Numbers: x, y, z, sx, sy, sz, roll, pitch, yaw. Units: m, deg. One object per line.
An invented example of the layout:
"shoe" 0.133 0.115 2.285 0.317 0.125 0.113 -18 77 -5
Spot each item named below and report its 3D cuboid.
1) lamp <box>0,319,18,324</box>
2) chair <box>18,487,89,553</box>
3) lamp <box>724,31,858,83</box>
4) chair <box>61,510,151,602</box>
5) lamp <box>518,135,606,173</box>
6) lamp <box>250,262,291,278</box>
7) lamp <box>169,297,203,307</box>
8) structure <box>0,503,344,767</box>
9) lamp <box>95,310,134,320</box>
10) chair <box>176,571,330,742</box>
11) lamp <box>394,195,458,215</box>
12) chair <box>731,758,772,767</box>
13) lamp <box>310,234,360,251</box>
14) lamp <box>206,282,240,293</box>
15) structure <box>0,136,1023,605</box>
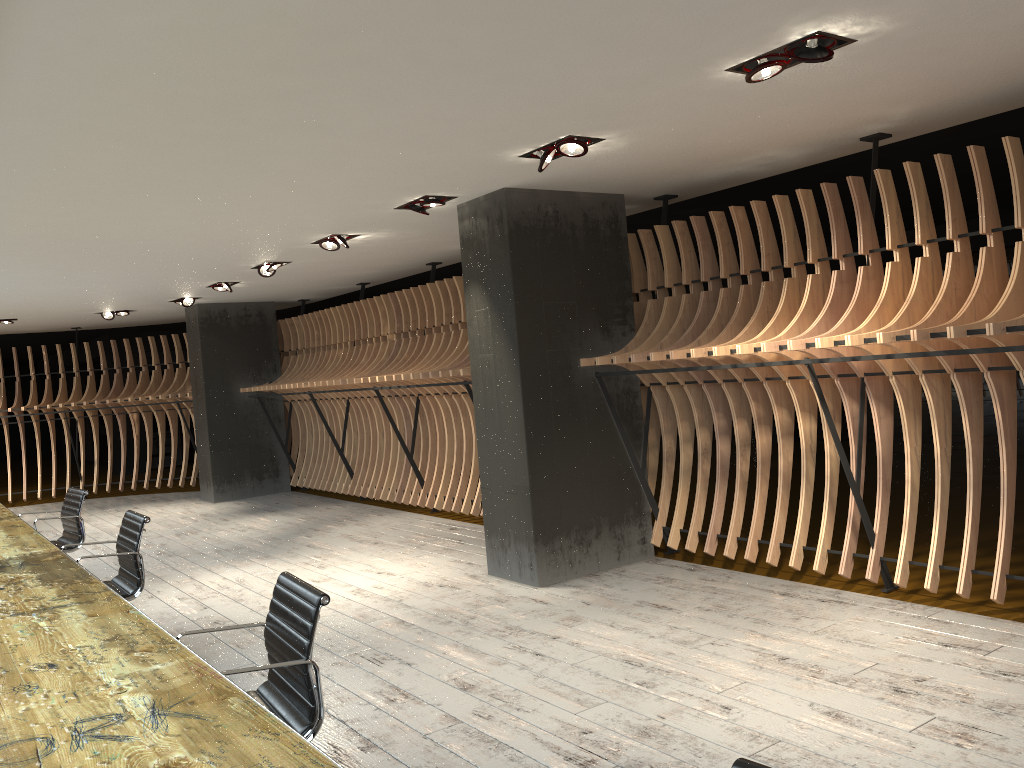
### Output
"lamp" -7.125 -0.919 12.266 0.493 0.293 0.269 -5 1 -28
"chair" -3.632 1.284 6.898 0.693 0.859 0.668 -4 1 41
"lamp" 1.193 -1.455 3.828 0.269 0.294 0.492 -5 1 -35
"chair" -2.411 1.217 5.110 0.668 0.859 0.693 -5 1 -44
"lamp" 0.280 -1.404 5.133 0.269 0.292 0.492 -5 1 -35
"lamp" -2.461 -1.253 9.049 0.269 0.288 0.492 -5 1 -35
"lamp" -4.299 -1.146 11.651 0.269 0.293 0.492 -5 1 -42
"structure" -2.184 1.238 3.474 1.163 0.844 10.445 -5 1 -35
"lamp" -5.595 -1.054 12.510 0.492 0.292 0.269 -5 1 10
"chair" -0.922 1.134 2.927 0.668 0.859 0.693 -5 1 -39
"lamp" -0.634 -1.351 6.439 0.269 0.296 0.492 -5 1 -35
"chair" 0.352 1.062 1.123 0.693 0.859 0.668 -4 1 41
"lamp" -1.548 -1.304 7.744 0.269 0.288 0.492 -5 1 -35
"lamp" -3.375 -1.199 10.355 0.269 0.292 0.492 -5 1 -35
"structure" -6.743 0.714 5.546 14.893 2.439 36.533 -6 1 -35
